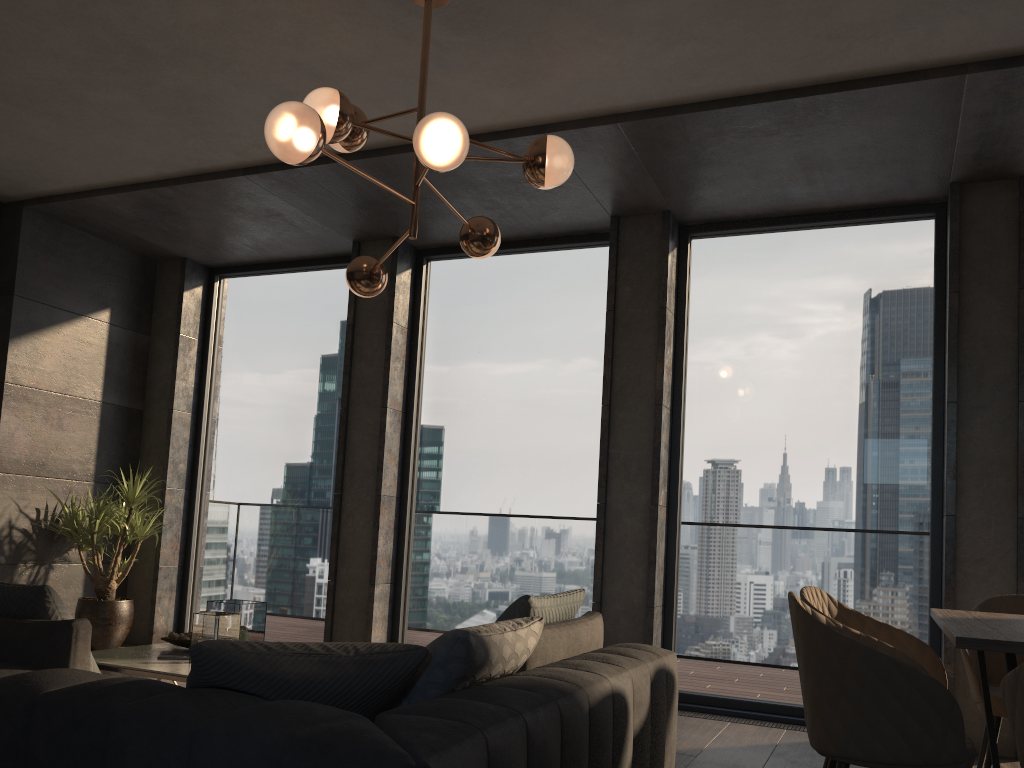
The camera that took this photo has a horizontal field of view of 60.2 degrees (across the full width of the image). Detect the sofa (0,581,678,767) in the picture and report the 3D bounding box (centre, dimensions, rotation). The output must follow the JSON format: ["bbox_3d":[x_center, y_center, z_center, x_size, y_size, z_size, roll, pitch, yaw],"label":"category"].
[{"bbox_3d":[-1.091,1.002,2.877,2.910,0.776,2.047,-1,-10,23],"label":"sofa"}]

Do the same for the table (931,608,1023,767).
[{"bbox_3d":[1.708,1.128,2.654,0.769,0.761,1.483,0,-10,23],"label":"table"}]

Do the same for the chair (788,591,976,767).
[{"bbox_3d":[1.061,1.044,2.578,0.510,0.829,0.561,1,-7,18],"label":"chair"}]

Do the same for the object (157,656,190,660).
[{"bbox_3d":[-1.526,1.254,4.045,0.181,0.012,0.047,6,-10,-15],"label":"object"}]

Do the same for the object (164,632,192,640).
[{"bbox_3d":[-1.570,1.280,4.392,0.323,0.071,0.281,1,-10,12],"label":"object"}]

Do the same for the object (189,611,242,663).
[{"bbox_3d":[-1.347,1.154,4.014,0.150,0.218,0.150,0,-7,23],"label":"object"}]

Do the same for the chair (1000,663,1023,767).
[{"bbox_3d":[1.326,0.925,1.827,0.555,0.829,0.515,0,-7,28],"label":"chair"}]

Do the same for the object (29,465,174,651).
[{"bbox_3d":[-2.920,1.206,6.219,0.957,1.348,1.028,8,-8,-35],"label":"object"}]

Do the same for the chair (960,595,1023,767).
[{"bbox_3d":[2.071,1.264,3.496,0.555,0.829,0.515,0,-7,28],"label":"chair"}]

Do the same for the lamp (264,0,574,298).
[{"bbox_3d":[-0.263,-1.002,3.460,1.014,1.028,1.480,3,-8,0],"label":"lamp"}]

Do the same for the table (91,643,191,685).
[{"bbox_3d":[-1.464,1.441,4.166,0.930,0.306,0.941,-1,-10,23],"label":"table"}]

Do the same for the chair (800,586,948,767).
[{"bbox_3d":[1.297,1.157,3.139,0.510,0.829,0.560,-1,-8,33],"label":"chair"}]

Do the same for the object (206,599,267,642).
[{"bbox_3d":[-1.326,1.174,4.232,0.196,0.258,0.201,0,-8,23],"label":"object"}]

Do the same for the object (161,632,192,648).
[{"bbox_3d":[-1.561,1.278,4.391,0.346,0.083,0.351,3,-10,1],"label":"object"}]

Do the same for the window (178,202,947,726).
[{"bbox_3d":[0.819,0.480,5.593,7.263,2.975,0.201,-1,-6,23],"label":"window"}]
